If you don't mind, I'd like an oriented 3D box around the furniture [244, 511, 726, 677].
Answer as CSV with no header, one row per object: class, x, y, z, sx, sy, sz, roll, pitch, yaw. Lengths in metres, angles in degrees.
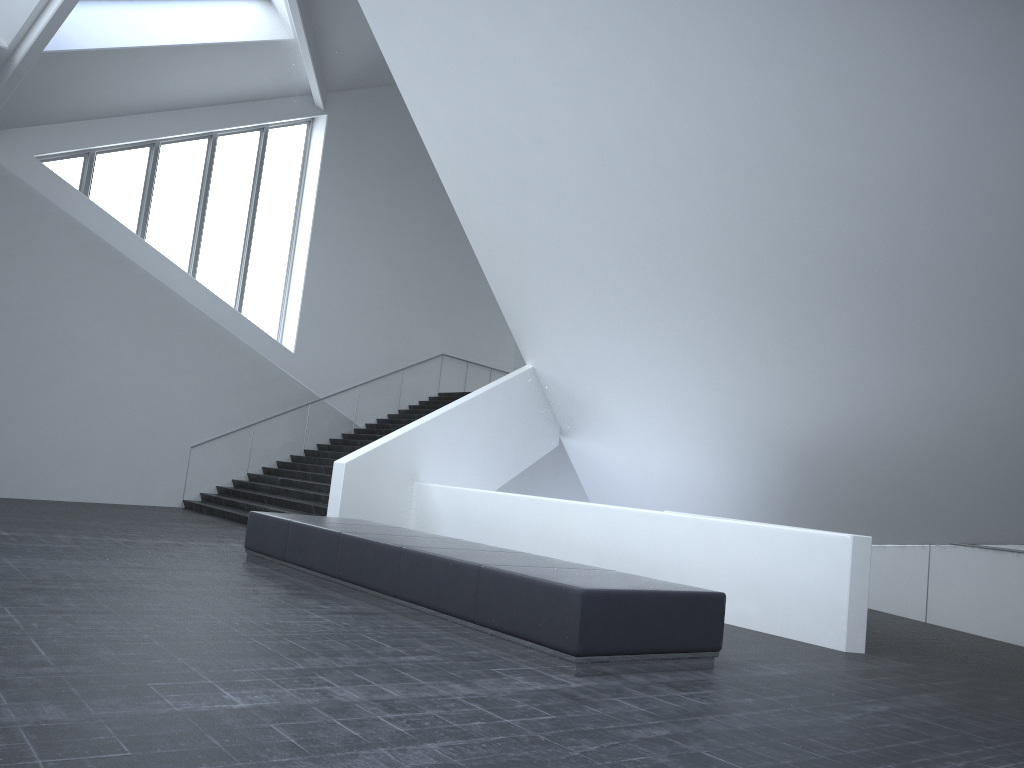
furniture,-0.751,1.810,8.479,1.488,0.580,5.742,11,-8,-37
